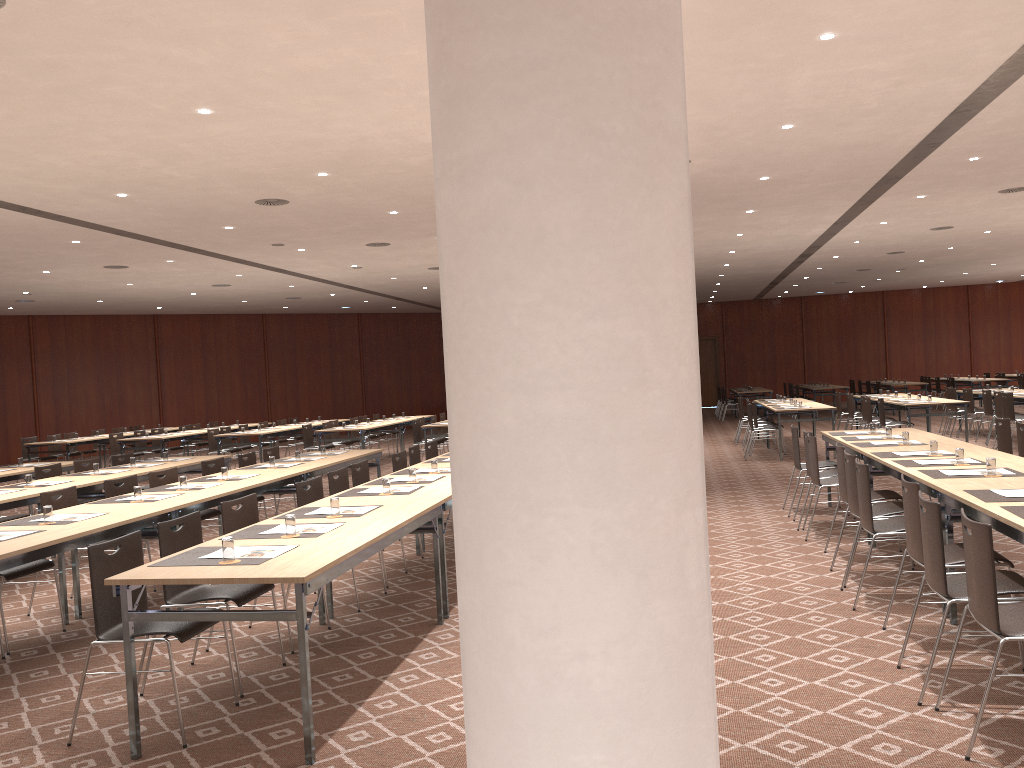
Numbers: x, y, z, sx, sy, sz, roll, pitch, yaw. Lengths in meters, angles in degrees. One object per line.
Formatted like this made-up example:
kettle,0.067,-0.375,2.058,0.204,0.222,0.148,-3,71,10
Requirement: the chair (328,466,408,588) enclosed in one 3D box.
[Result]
chair,-1.266,1.170,7.373,0.614,0.939,0.535,-3,1,10

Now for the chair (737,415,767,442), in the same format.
chair,4.974,0.723,18.494,0.614,0.939,0.535,-3,1,12

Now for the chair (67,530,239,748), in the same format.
chair,-1.791,1.228,4.404,0.614,0.939,0.535,-3,1,9

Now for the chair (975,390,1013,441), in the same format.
chair,8.524,0.556,15.563,0.614,0.939,0.535,-3,1,10

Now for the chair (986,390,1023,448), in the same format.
chair,8.348,0.572,14.871,0.614,0.939,0.535,-3,1,11

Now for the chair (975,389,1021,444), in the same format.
chair,8.522,0.556,15.550,0.614,0.939,0.535,-3,1,11

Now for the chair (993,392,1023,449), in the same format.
chair,8.170,0.587,14.329,0.614,0.939,0.535,-3,1,10

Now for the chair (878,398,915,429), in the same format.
chair,6.259,0.690,14.582,0.614,0.939,0.535,-3,1,12

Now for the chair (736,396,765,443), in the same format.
chair,4.967,0.723,18.457,0.614,0.939,0.535,-3,1,11

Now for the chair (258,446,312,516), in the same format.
chair,-2.711,1.218,10.630,0.614,0.939,0.535,-3,1,10

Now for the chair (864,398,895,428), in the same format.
chair,6.314,0.680,15.263,0.614,0.939,0.535,-3,1,11

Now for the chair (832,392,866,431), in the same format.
chair,6.871,0.622,18.172,0.614,0.939,0.535,-3,1,9

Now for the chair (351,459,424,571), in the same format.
chair,-1.186,1.160,7.972,0.614,0.939,0.535,-3,1,10

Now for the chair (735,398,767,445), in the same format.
chair,4.789,0.738,17.918,0.614,0.939,0.535,-3,1,11

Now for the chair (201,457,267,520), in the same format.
chair,-2.942,1.244,9.238,0.614,0.939,0.535,-3,1,13

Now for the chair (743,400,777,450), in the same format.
chair,4.557,0.766,16.315,0.614,0.939,0.535,-3,1,10

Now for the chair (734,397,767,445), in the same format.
chair,4.789,0.738,17.921,0.614,0.939,0.535,-3,1,10

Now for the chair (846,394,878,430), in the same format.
chair,6.616,0.648,16.841,0.614,0.939,0.535,-3,1,14

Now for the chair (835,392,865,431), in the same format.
chair,6.868,0.622,18.158,0.614,0.939,0.535,-3,1,13

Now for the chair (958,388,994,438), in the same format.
chair,8.645,0.541,16.422,0.614,0.939,0.535,-3,1,10

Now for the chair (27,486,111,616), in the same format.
chair,-3.404,1.291,7.009,0.614,0.939,0.535,-3,1,8

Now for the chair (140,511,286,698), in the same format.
chair,-1.712,1.217,5.040,0.614,0.939,0.535,-3,1,11

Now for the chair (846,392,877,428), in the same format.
chair,6.847,0.630,17.426,0.614,0.939,0.535,-3,1,11

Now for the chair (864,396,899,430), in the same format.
chair,6.312,0.680,15.249,0.614,0.939,0.535,-3,1,11

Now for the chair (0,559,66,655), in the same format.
chair,-3.545,1.307,6.091,0.614,0.939,0.535,-3,1,12

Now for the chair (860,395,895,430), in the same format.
chair,6.505,0.664,15.866,0.614,0.939,0.535,-3,1,11

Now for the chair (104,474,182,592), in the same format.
chair,-3.234,1.275,7.716,0.614,0.939,0.535,-3,1,14

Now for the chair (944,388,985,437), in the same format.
chair,8.701,0.532,17.104,0.614,0.939,0.535,-3,1,13

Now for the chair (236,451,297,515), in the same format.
chair,-2.775,1.229,9.887,0.614,0.939,0.535,-3,1,9

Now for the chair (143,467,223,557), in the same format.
chair,-3.084,1.261,8.275,0.614,0.939,0.535,-3,1,13

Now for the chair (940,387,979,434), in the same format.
chair,8.955,0.511,17.816,0.614,0.939,0.535,-3,1,11

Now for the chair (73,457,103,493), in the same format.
chair,-4.773,1.334,10.302,0.614,0.939,0.535,-3,1,13

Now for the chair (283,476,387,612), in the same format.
chair,-1.354,1.182,6.689,0.614,0.939,0.535,-3,1,13

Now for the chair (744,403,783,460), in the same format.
chair,4.242,0.795,15.059,0.614,0.939,0.535,-3,1,12

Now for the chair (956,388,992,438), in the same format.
chair,8.661,0.540,16.507,0.614,0.939,0.535,-3,1,9

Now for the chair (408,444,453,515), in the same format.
chair,-0.875,1.128,9.600,0.614,0.939,0.535,-3,1,9

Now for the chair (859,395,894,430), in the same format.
chair,6.523,0.662,15.962,0.614,0.939,0.535,-3,1,8

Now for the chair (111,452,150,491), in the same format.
chair,-4.615,1.320,10.903,0.614,0.939,0.535,-3,1,12

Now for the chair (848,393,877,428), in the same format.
chair,6.849,0.630,17.439,0.614,0.939,0.535,-3,1,9

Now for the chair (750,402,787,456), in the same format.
chair,4.480,0.776,15.686,0.614,0.939,0.535,-3,1,9

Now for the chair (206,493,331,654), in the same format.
chair,-1.605,1.204,5.785,0.614,0.939,0.535,-3,1,14

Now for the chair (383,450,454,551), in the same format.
chair,-0.943,1.139,8.833,0.614,0.939,0.535,-3,1,11

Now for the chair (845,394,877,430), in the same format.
chair,6.629,0.647,16.907,0.614,0.939,0.535,-3,1,10

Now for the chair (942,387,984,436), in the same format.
chair,8.716,0.530,17.184,0.614,0.939,0.535,-3,1,10

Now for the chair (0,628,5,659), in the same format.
chair,-3.620,1.318,5.472,0.614,0.939,0.535,-3,1,8

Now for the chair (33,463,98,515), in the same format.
chair,-4.917,1.348,9.734,0.614,0.939,0.535,-3,1,9

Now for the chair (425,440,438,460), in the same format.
chair,-0.740,1.115,10.118,0.614,0.939,0.535,-3,1,12

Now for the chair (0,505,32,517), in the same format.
chair,-6.605,1.425,11.355,0.614,0.939,0.535,-3,1,12

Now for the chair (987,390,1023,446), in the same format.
chair,8.341,0.573,14.833,0.614,0.939,0.535,-3,1,10

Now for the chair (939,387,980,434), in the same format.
chair,8.949,0.512,17.781,0.614,0.939,0.535,-3,1,9

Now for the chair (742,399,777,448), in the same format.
chair,4.768,0.746,17.189,0.614,0.939,0.535,-3,1,12

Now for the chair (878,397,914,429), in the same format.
chair,6.260,0.689,14.586,0.614,0.939,0.535,-3,1,13

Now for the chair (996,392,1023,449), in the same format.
chair,8.146,0.590,14.205,0.614,0.939,0.535,-3,1,12
